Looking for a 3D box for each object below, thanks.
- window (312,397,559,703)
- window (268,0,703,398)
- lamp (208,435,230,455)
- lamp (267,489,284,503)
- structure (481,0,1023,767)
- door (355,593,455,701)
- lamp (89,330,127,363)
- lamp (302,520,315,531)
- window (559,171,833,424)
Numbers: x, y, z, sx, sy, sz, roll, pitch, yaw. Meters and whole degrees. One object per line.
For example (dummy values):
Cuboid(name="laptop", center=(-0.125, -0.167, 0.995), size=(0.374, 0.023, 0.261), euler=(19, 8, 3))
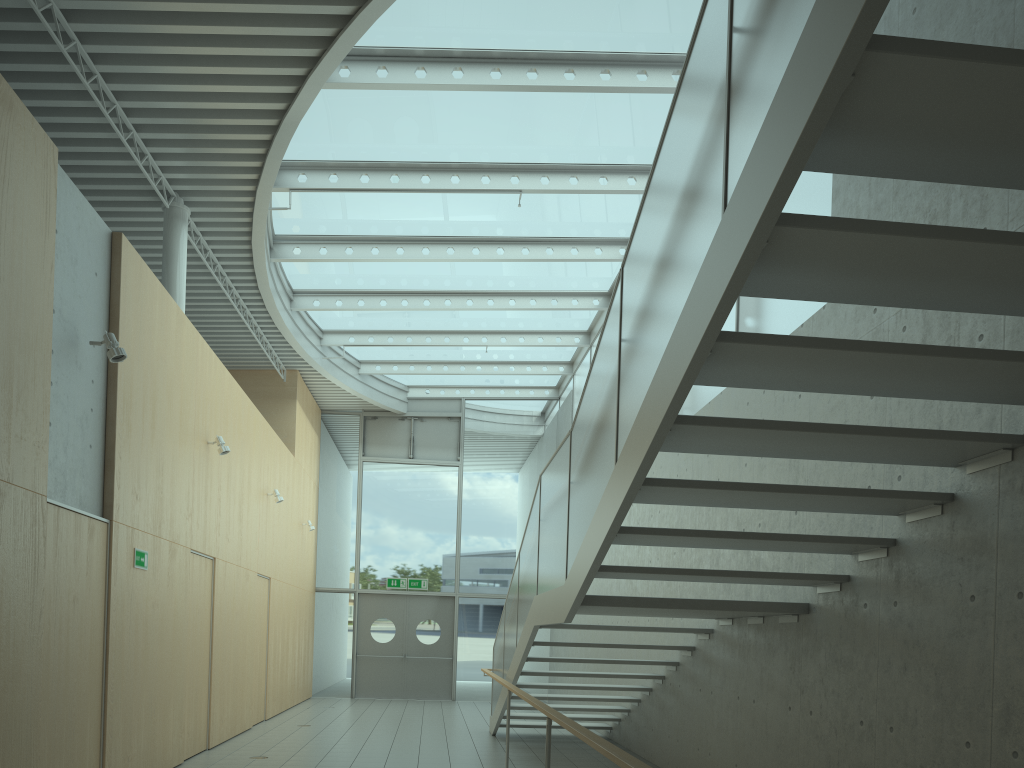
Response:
Cuboid(name="window", center=(-1.490, 3.261, 16.997), size=(4.863, 6.248, 0.110), euler=(2, 0, -5))
Cuboid(name="window", center=(-0.755, 1.391, 11.439), size=(4.790, 6.147, 16.357), euler=(2, -14, -5))
Cuboid(name="lamp", center=(-2.948, 0.611, 8.534), size=(0.234, 0.195, 0.142), euler=(6, -7, -24))
Cuboid(name="lamp", center=(-3.244, 1.534, 11.646), size=(0.234, 0.195, 0.142), euler=(6, -7, -24))
Cuboid(name="structure", center=(1.132, 1.197, 5.734), size=(1.888, 4.126, 13.035), euler=(2, -15, -5))
Cuboid(name="door", center=(-2.128, 5.245, 16.930), size=(1.924, 2.094, 0.175), euler=(3, 0, -5))
Cuboid(name="lamp", center=(-2.671, -0.251, 5.623), size=(0.234, 0.195, 0.142), euler=(6, -7, -24))
Cuboid(name="lamp", center=(-3.543, 2.463, 14.780), size=(0.234, 0.195, 0.142), euler=(6, -7, -24))
Cuboid(name="window", center=(1.459, -0.031, 11.648), size=(0.030, 2.688, 16.180), euler=(2, -16, -5))
